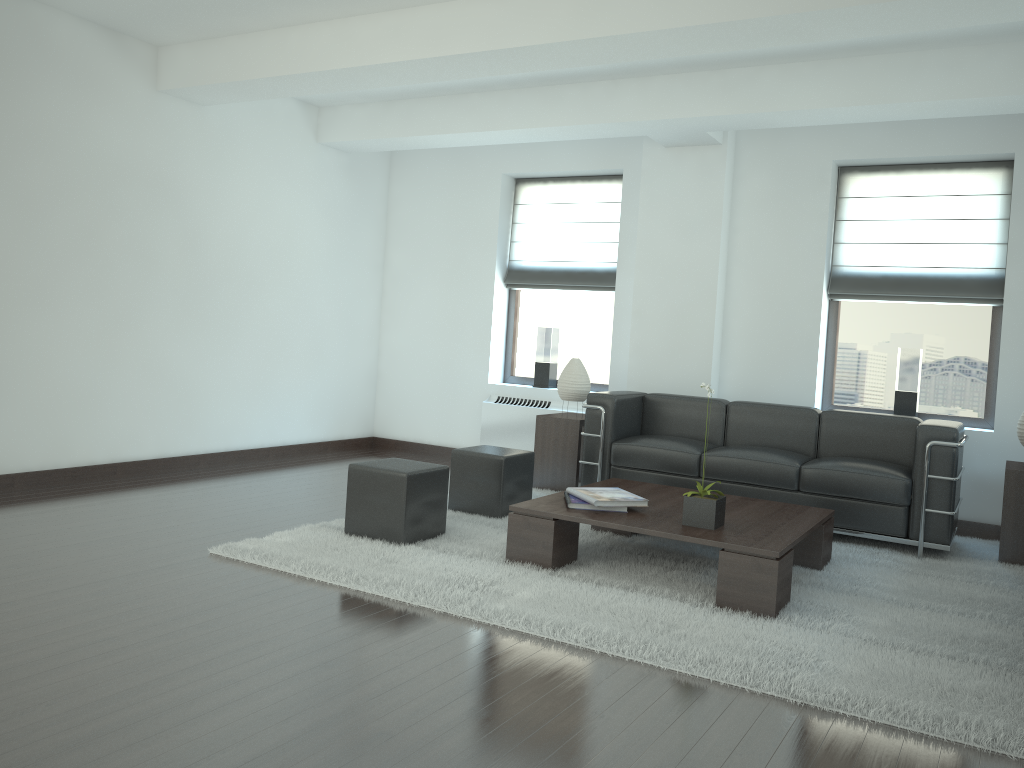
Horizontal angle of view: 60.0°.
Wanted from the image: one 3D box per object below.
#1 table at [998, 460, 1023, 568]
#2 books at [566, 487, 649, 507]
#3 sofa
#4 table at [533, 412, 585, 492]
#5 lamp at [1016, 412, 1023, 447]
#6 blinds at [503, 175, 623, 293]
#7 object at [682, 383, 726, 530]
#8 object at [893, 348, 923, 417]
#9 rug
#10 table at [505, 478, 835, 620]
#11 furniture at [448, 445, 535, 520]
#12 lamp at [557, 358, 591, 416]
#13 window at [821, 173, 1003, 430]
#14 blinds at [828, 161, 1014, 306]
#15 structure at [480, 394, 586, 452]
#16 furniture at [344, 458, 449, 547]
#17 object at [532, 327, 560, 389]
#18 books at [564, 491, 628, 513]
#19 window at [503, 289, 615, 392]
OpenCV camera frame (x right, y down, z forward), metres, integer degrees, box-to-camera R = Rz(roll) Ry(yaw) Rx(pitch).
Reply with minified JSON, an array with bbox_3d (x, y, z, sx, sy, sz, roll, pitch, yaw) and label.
[{"bbox_3d":[4.538,1.147,7.662,0.527,0.844,0.786,5,2,30],"label":"table"},{"bbox_3d":[0.713,0.849,6.683,0.446,0.045,0.519,3,3,-19],"label":"books"},{"bbox_3d":[2.429,0.788,8.603,3.480,1.169,1.123,5,3,30],"label":"sofa"},{"bbox_3d":[0.659,0.777,9.878,0.527,0.844,0.786,5,2,30],"label":"table"},{"bbox_3d":[4.543,0.403,7.603,0.374,0.654,0.375,3,2,-31],"label":"lamp"},{"bbox_3d":[0.713,-1.929,11.357,1.688,1.475,0.222,5,2,30],"label":"blinds"},{"bbox_3d":[1.366,0.489,6.202,0.252,0.991,0.335,4,2,30],"label":"object"},{"bbox_3d":[4.145,0.014,9.280,0.239,0.775,0.243,5,2,30],"label":"object"},{"bbox_3d":[1.782,1.382,7.000,6.259,0.110,5.168,5,3,30],"label":"rug"},{"bbox_3d":[1.278,1.170,6.804,1.938,0.441,1.920,5,3,30],"label":"table"},{"bbox_3d":[-0.187,0.909,8.344,0.588,0.579,0.602,5,2,30],"label":"furniture"},{"bbox_3d":[0.685,0.035,9.807,0.375,0.654,0.374,5,2,34],"label":"lamp"},{"bbox_3d":[4.301,-0.966,9.480,1.702,2.730,0.146,5,1,30],"label":"window"},{"bbox_3d":[4.269,-1.589,9.325,1.688,1.475,0.222,5,2,30],"label":"blinds"},{"bbox_3d":[0.284,0.559,11.101,1.463,0.726,0.193,5,2,30],"label":"structure"},{"bbox_3d":[-0.911,0.928,7.073,0.588,0.579,0.602,5,2,30],"label":"furniture"},{"bbox_3d":[0.448,-0.338,11.393,0.239,0.775,0.243,5,2,30],"label":"object"},{"bbox_3d":[0.629,0.887,6.725,0.446,0.045,0.519,4,3,0],"label":"books"},{"bbox_3d":[0.744,-1.306,11.512,1.702,2.730,0.146,5,1,30],"label":"window"}]
